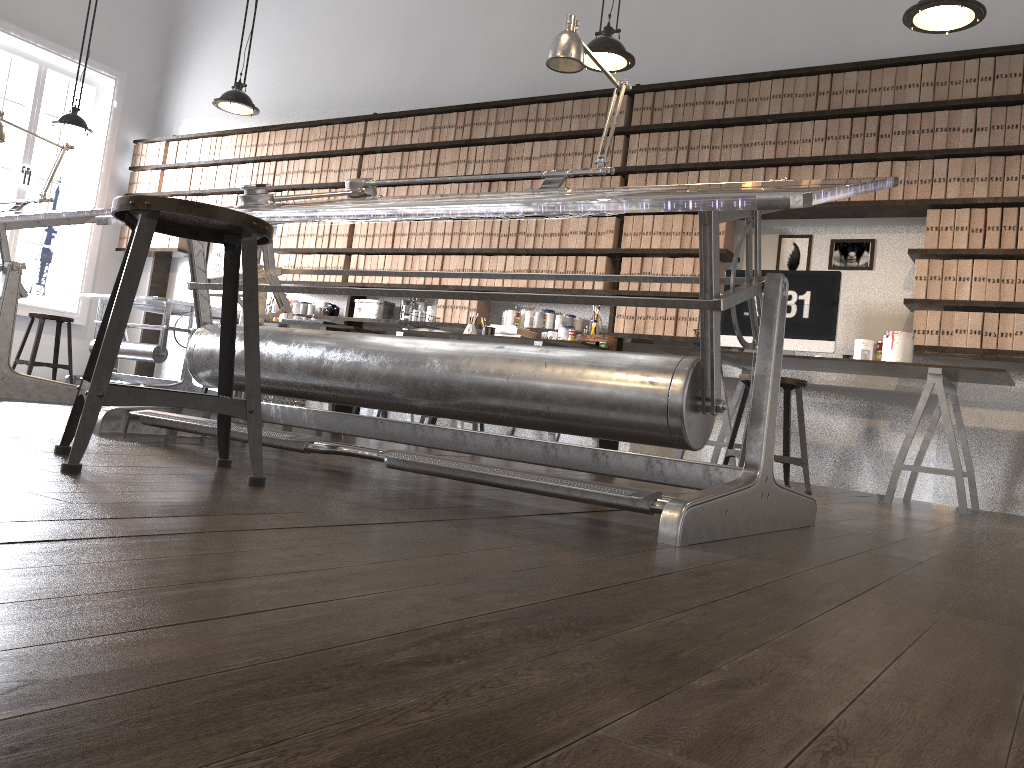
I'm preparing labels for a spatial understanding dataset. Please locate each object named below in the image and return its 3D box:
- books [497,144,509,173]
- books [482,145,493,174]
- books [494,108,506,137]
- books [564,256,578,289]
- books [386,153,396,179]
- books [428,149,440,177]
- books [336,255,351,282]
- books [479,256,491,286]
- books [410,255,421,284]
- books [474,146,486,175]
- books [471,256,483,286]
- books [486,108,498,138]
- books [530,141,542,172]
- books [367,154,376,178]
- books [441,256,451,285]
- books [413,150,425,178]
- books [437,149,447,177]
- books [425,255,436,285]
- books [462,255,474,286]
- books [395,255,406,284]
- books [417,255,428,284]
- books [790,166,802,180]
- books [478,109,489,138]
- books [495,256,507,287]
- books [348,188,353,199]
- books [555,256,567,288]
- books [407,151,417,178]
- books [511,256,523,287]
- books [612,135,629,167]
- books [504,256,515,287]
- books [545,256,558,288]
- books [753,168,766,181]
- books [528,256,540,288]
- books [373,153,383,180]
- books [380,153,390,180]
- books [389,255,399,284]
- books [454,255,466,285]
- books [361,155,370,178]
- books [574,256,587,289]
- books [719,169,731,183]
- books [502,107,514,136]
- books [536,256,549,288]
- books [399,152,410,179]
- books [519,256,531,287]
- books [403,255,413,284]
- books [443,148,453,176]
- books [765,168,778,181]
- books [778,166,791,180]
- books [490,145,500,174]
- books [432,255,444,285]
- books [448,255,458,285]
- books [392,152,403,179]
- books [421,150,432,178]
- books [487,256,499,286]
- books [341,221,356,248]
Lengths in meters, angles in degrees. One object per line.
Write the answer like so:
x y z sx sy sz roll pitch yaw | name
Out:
-0.025 -1.602 6.415 0.067 0.227 0.173 4 -5 33 | books
-0.132 -1.612 6.488 0.067 0.226 0.173 4 -5 33 | books
-0.044 -1.882 6.482 0.067 0.226 0.173 4 -5 33 | books
0.432 -0.736 5.986 0.067 0.227 0.173 4 -5 33 | books
-0.899 -1.689 6.987 0.067 0.226 0.173 4 -5 33 | books
-0.547 -1.654 6.755 0.067 0.227 0.173 4 -5 33 | books
-1.317 -0.911 7.119 0.067 0.227 0.173 4 -5 33 | books
-0.149 -0.794 6.369 0.067 0.226 0.173 4 -5 33 | books
-0.682 -0.847 6.713 0.067 0.226 0.173 4 -5 33 | books
-0.194 -1.619 6.526 0.067 0.227 0.173 4 -5 33 | books
-0.210 -0.800 6.404 0.067 0.226 0.173 4 -5 33 | books
-0.104 -1.888 6.516 0.067 0.226 0.173 4 -5 33 | books
0.213 -1.578 6.265 0.067 0.226 0.173 4 -5 33 | books
-1.071 -1.706 7.099 0.067 0.226 0.173 4 -5 33 | books
-0.437 -0.823 6.555 0.067 0.226 0.173 4 -5 33 | books
-0.669 -1.666 6.835 0.067 0.226 0.173 4 -5 33 | books
-0.482 -1.647 6.719 0.067 0.226 0.173 4 -5 33 | books
-0.562 -0.835 6.636 0.067 0.226 0.173 4 -5 33 | books
-0.272 -0.806 6.440 0.067 0.226 0.173 4 -5 33 | books
-0.801 -0.859 6.783 0.067 0.227 0.173 4 -5 33 | books
-0.624 -0.841 6.671 0.067 0.226 0.173 4 -5 33 | books
1.703 -1.158 5.259 0.067 0.226 0.173 4 -5 33 | books
-0.167 -1.895 6.553 0.067 0.226 0.173 4 -5 33 | books
-0.035 -0.783 6.288 0.067 0.227 0.173 4 -5 33 | books
-1.247 -1.454 7.170 0.067 0.226 0.173 4 -5 33 | books
0.372 -0.742 6.031 0.067 0.226 0.173 4 -5 33 | books
-0.726 -1.672 6.877 0.067 0.226 0.173 4 -5 33 | books
0.080 -0.771 6.218 0.067 0.226 0.173 4 -5 33 | books
0.746 -1.525 5.921 0.067 0.226 0.173 4 -5 33 | books
0.027 -0.776 6.251 0.067 0.226 0.173 4 -5 33 | books
0.310 -0.748 6.066 0.067 0.226 0.173 4 -5 33 | books
1.516 -1.177 5.375 0.067 0.226 0.173 4 -5 33 | books
0.193 -0.760 6.146 0.067 0.226 0.173 4 -5 33 | books
-1.014 -1.701 7.058 0.067 0.227 0.173 4 -5 33 | books
-0.953 -1.695 7.020 0.067 0.226 0.173 4 -5 33 | books
-0.854 -0.864 6.823 0.067 0.226 0.173 4 -5 33 | books
-0.333 -0.812 6.480 0.067 0.227 0.173 4 -5 33 | books
-1.129 -1.712 7.139 0.067 0.226 0.173 4 -5 33 | books
0.497 -0.729 5.950 0.067 0.226 0.173 4 -5 33 | books
1.340 -1.195 5.487 0.067 0.227 0.173 4 -5 33 | books
0.014 -1.877 6.442 0.067 0.226 0.173 4 -5 33 | books
0.253 -0.754 6.108 0.067 0.226 0.173 4 -5 33 | books
-0.786 -1.678 6.915 0.067 0.226 0.173 4 -5 33 | books
0.134 -0.766 6.178 0.067 0.227 0.173 4 -5 33 | books
-0.741 -0.853 6.751 0.067 0.226 0.173 4 -5 33 | books
-0.429 -1.642 6.682 0.067 0.226 0.173 4 -5 33 | books
1.578 -1.171 5.340 0.067 0.226 0.173 4 -5 33 | books
1.638 -1.165 5.295 0.067 0.227 0.173 4 -5 33 | books
-0.078 -1.607 6.455 0.067 0.226 0.173 4 -5 33 | books
-0.502 -0.829 6.591 0.067 0.227 0.173 4 -5 33 | books
-0.384 -0.817 6.518 0.067 0.226 0.173 4 -5 33 | books
-0.846 -1.684 6.947 0.067 0.227 0.173 4 -5 33 | books
-0.607 -1.660 6.800 0.067 0.226 0.173 4 -5 33 | books
-0.092 -0.788 6.330 0.067 0.226 0.173 4 -5 33 | books
-1.282 -1.179 7.139 0.067 0.227 0.173 4 -5 33 | books
